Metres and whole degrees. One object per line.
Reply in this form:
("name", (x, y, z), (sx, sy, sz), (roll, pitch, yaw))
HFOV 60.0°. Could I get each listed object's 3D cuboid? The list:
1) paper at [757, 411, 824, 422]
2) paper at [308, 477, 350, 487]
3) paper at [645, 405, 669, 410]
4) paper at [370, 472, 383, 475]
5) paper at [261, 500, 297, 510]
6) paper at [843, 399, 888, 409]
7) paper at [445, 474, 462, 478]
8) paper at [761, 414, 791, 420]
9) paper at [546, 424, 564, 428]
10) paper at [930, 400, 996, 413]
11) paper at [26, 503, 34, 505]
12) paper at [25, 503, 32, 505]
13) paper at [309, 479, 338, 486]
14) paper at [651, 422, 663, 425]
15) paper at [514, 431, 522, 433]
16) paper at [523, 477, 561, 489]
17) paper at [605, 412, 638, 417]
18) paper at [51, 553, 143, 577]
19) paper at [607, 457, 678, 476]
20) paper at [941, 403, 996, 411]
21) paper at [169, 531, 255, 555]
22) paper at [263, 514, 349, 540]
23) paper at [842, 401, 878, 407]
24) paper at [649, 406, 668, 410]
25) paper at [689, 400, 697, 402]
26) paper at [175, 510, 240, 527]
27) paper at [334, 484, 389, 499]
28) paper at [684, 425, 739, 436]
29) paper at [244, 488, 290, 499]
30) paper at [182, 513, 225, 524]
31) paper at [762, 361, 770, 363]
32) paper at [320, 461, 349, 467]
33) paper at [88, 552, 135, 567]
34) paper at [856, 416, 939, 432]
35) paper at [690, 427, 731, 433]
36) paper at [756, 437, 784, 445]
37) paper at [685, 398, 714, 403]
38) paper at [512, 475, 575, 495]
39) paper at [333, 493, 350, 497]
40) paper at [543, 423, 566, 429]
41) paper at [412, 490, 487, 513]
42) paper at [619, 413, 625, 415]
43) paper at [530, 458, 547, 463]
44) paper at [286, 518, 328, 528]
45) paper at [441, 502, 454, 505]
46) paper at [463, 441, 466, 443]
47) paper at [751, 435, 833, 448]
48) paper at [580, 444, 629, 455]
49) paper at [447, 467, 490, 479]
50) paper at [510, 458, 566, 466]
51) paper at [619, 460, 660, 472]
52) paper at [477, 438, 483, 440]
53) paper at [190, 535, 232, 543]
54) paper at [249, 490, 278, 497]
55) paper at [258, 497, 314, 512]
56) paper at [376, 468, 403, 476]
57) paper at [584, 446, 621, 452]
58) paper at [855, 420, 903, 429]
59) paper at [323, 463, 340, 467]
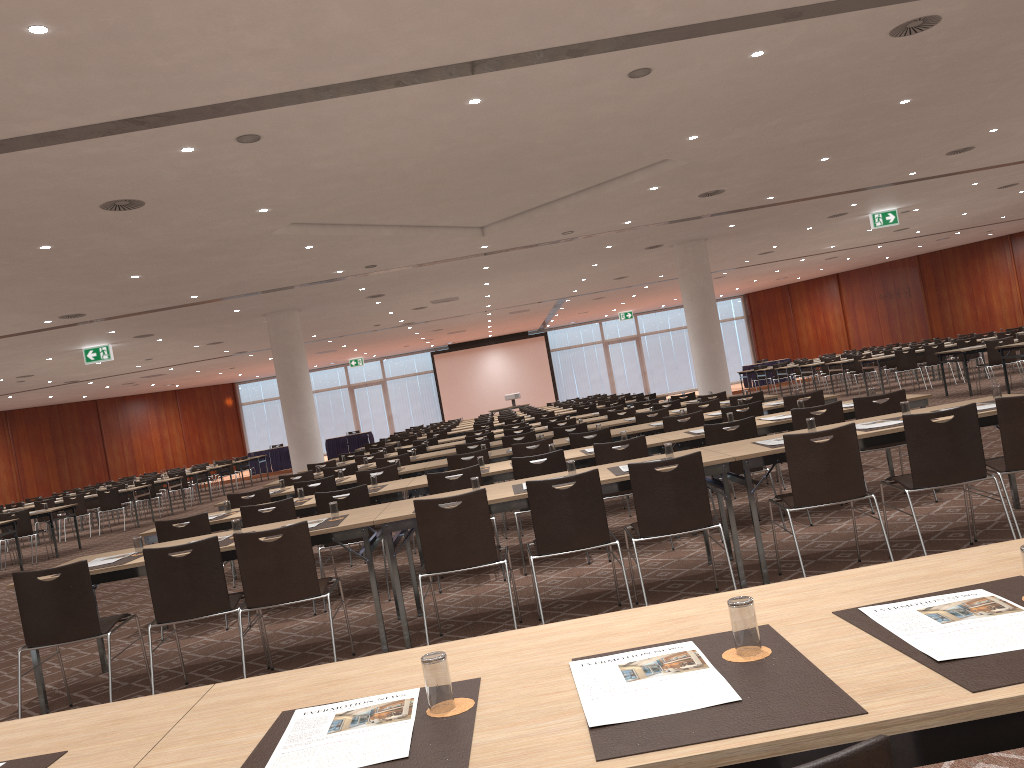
("paper", (2.470, 0.283, 7.837), (0.460, 0.003, 0.565), (-10, -1, -2))
("paper", (-2.061, 1.094, 9.791), (0.460, 0.003, 0.565), (-10, -1, 2))
("paper", (2.358, 0.362, 13.869), (0.460, 0.003, 0.565), (-10, -1, -2))
("paper", (-1.467, 0.987, 9.836), (0.283, 0.006, 0.398), (-10, -1, -4))
("paper", (-2.089, 1.075, 7.842), (0.283, 0.006, 0.398), (-10, -1, -1))
("paper", (3.112, 0.171, 7.874), (0.460, 0.003, 0.565), (-10, -1, 2))
("paper", (-0.488, 0.796, 7.869), (0.283, 0.006, 0.398), (-10, -1, 0))
("paper", (2.401, 0.292, 7.903), (0.283, 0.006, 0.398), (-10, -1, 0))
("paper", (0.670, 0.653, 13.875), (0.283, 0.006, 0.398), (-10, -1, -2))
("paper", (3.132, 0.148, 5.874), (0.460, 0.003, 0.565), (-10, -1, -1))
("paper", (-11.421, 2.840, 21.074), (0.460, 0.003, 0.565), (-10, -1, -3))
("paper", (-11.457, 2.843, 21.145), (0.283, 0.006, 0.398), (-10, -1, -4))
("paper", (-2.104, 1.098, 9.827), (0.283, 0.006, 0.398), (-10, -1, -2))
("paper", (1.710, 0.432, 9.905), (0.283, 0.006, 0.398), (-10, -1, 0))
("paper", (0.047, 0.762, 13.878), (0.283, 0.006, 0.398), (-10, -1, 3))
("paper", (0.213, 0.654, 5.867), (0.283, 0.006, 0.398), (-10, -1, 0))
("paper", (1.701, 0.476, 13.827), (0.460, 0.003, 0.565), (-10, -1, -2))
("paper", (-2.605, 1.149, 5.736), (0.460, 0.003, 0.565), (-10, -1, 2))
("paper", (0.882, 0.541, 5.852), (0.460, 0.003, 0.565), (-10, -1, 0))
("paper", (3.076, 0.154, 5.904), (0.283, 0.006, 0.398), (-10, -1, -2))
("paper", (-1.982, 1.040, 5.768), (0.460, 0.003, 0.565), (-10, -1, 1))
("paper", (-1.324, 0.925, 5.771), (0.460, 0.003, 0.565), (-10, -1, -3))
("paper", (3.047, 0.179, 7.923), (0.283, 0.006, 0.398), (-10, -1, -1))
("paper", (2.277, 0.373, 13.913), (0.283, 0.006, 0.398), (-10, -1, -1))
("paper", (2.949, 0.255, 13.931), (0.283, 0.006, 0.398), (-10, -1, 0))
("paper", (-2.672, 1.180, 7.764), (0.460, 0.003, 0.565), (-10, -1, 1))
("paper", (-1.360, 0.952, 7.798), (0.460, 0.003, 0.565), (-10, -1, 2))
("paper", (1.794, 0.401, 7.843), (0.460, 0.003, 0.565), (-10, -1, 1))
("paper", (-2.706, 1.206, 9.729), (0.460, 0.003, 0.565), (-10, -1, -2))
("paper", (-2.716, 1.185, 7.831), (0.283, 0.006, 0.398), (-10, -1, 0))
("paper", (9.513, -0.828, 33.063), (0.460, 0.003, 0.565), (-10, -1, -1))
("paper", (-2.787, 1.260, 13.768), (0.460, 0.003, 0.565), (-10, -1, -3))
("paper", (-2.675, 1.158, 5.821), (0.283, 0.006, 0.398), (-10, -1, -1))
("paper", (2.472, 0.263, 5.880), (0.460, 0.003, 0.565), (-10, -1, 2))
("paper", (1.756, 0.404, 7.892), (0.283, 0.006, 0.398), (-10, -1, -1))
("paper", (1.819, 0.374, 5.923), (0.283, 0.006, 0.398), (-10, -1, -2))
("paper", (2.959, 0.257, 13.839), (0.460, 0.003, 0.565), (-10, -1, -1))
("paper", (0.233, 0.654, 5.818), (0.460, 0.003, 0.565), (-10, -1, -2))
("paper", (-1.435, 0.961, 7.829), (0.283, 0.006, 0.398), (-10, -1, 0))
("paper", (0.726, 0.647, 13.825), (0.460, 0.003, 0.565), (-10, -1, -2))
("paper", (-0.395, 0.763, 5.774), (0.460, 0.003, 0.565), (-10, -1, -1))
("paper", (1.635, 0.484, 13.881), (0.283, 0.006, 0.398), (-10, -1, 0))
("paper", (0.188, 0.678, 7.875), (0.283, 0.006, 0.398), (-10, -1, 0))
("paper", (-1.393, 0.934, 5.848), (0.283, 0.006, 0.398), (-10, -1, 1))
("paper", (-0.424, 0.765, 5.853), (0.283, 0.006, 0.398), (-10, -1, -3))
("paper", (-0.524, 0.865, 13.779), (0.460, 0.003, 0.565), (-10, -1, -4))
("paper", (1.876, 0.367, 5.869), (0.460, 0.003, 0.565), (-10, -1, 1))
("paper", (0.850, 0.566, 7.827), (0.460, 0.003, 0.565), (-10, -1, -2))
("paper", (-0.425, 0.788, 7.786), (0.460, 0.003, 0.565), (-10, -1, -1))
("paper", (0.219, 0.676, 7.804), (0.460, 0.003, 0.565), (-10, -1, -2))
("paper", (0.865, 0.540, 5.884), (0.283, 0.006, 0.398), (-10, -1, 2))
("paper", (-0.586, 0.872, 13.862), (0.283, 0.006, 0.398), (-10, -1, -3))
("paper", (-2.044, 1.048, 5.831), (0.283, 0.006, 0.398), (-10, -1, 2))
("paper", (-2.743, 1.209, 9.809), (0.283, 0.006, 0.398), (-10, -1, 1))
("paper", (-2.018, 1.066, 7.769), (0.460, 0.003, 0.565), (-10, -1, -3))
("paper", (-1.436, 0.984, 9.778), (0.460, 0.003, 0.565), (-10, -1, 0))
("paper", (0.805, 0.570, 7.891), (0.283, 0.006, 0.398), (-10, -1, -1))
("paper", (2.418, 0.269, 5.936), (0.283, 0.006, 0.398), (-10, -1, -3))
("paper", (-2.815, 1.261, 13.820), (0.283, 0.006, 0.398), (-10, -1, 1))
